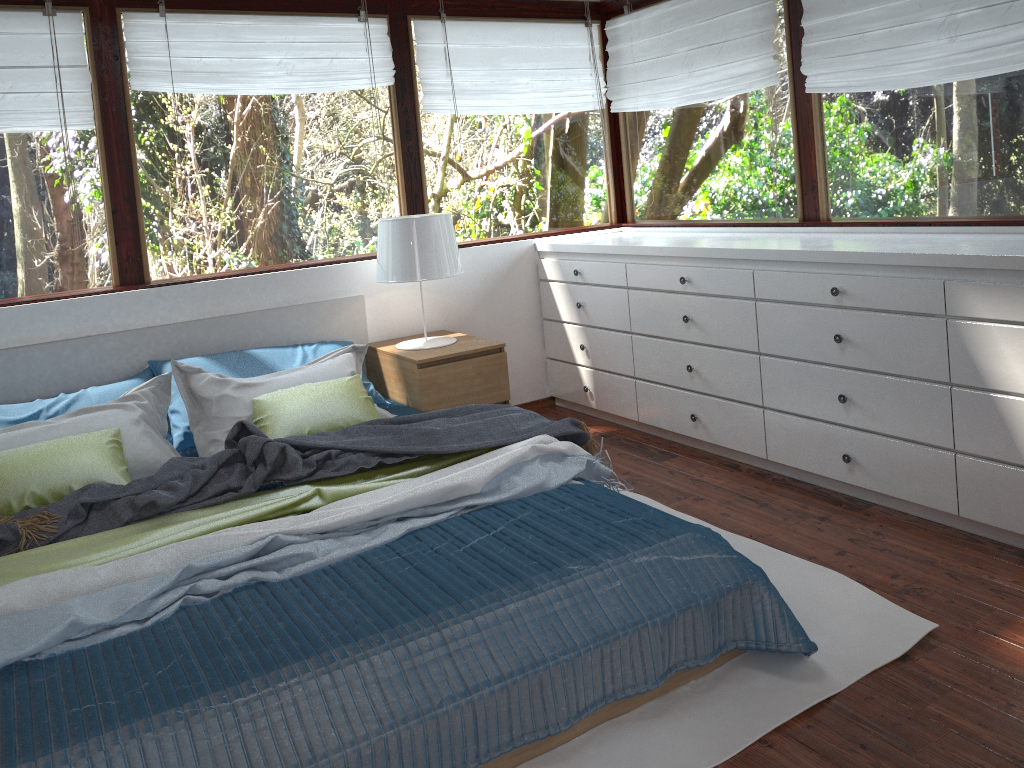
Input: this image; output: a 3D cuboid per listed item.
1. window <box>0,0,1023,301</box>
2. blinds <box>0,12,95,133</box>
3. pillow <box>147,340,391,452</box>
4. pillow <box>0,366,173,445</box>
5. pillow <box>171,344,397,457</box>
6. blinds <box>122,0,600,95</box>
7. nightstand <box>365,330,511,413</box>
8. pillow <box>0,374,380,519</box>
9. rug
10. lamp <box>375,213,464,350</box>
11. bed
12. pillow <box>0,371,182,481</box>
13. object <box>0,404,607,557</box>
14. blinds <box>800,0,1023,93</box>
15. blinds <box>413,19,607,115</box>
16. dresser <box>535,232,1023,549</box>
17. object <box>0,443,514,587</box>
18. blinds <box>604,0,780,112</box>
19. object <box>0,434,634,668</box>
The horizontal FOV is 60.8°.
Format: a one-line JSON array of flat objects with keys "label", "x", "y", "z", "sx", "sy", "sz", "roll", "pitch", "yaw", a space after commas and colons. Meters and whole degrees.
[{"label": "window", "x": 0.482, "y": -0.738, "z": 0.237, "sx": 5.335, "sy": 1.901, "sz": 8.387, "roll": -12, "pitch": 14, "yaw": -29}, {"label": "blinds", "x": -2.284, "y": -1.193, "z": 3.330, "sx": 1.251, "sy": 0.489, "sz": 0.054, "roll": -12, "pitch": 6, "yaw": -30}, {"label": "pillow", "x": -1.023, "y": -0.002, "z": 3.703, "sx": 0.934, "sy": 0.313, "sz": 0.369, "roll": -13, "pitch": 11, "yaw": -33}, {"label": "pillow", "x": -1.759, "y": 0.159, "z": 3.260, "sx": 0.925, "sy": 0.324, "sz": 0.349, "roll": -13, "pitch": 11, "yaw": -32}, {"label": "pillow", "x": -0.860, "y": 0.037, "z": 3.426, "sx": 0.866, "sy": 0.385, "sz": 0.362, "roll": -13, "pitch": 11, "yaw": -36}, {"label": "blinds", "x": -0.561, "y": -1.794, "z": 4.369, "sx": 2.595, "sy": 0.647, "sz": 0.054, "roll": -12, "pitch": 6, "yaw": -30}, {"label": "nightstand", "x": -0.341, "y": 0.083, "z": 3.994, "sx": 0.433, "sy": 0.533, "sz": 0.614, "roll": -9, "pitch": 9, "yaw": -30}, {"label": "pillow", "x": -1.121, "y": 0.201, "z": 3.054, "sx": 1.397, "sy": 0.216, "sz": 0.314, "roll": -13, "pitch": 12, "yaw": -31}, {"label": "rug", "x": -0.494, "y": 0.731, "z": 2.260, "sx": 2.748, "sy": 0.048, "sz": 1.819, "roll": -13, "pitch": 15, "yaw": -30}, {"label": "lamp", "x": -0.417, "y": -0.473, "z": 3.973, "sx": 0.412, "sy": 0.581, "sz": 0.407, "roll": -10, "pitch": 8, "yaw": -39}, {"label": "bed", "x": -0.786, "y": 0.316, "z": 2.652, "sx": 2.165, "sy": 0.756, "sz": 2.603, "roll": -12, "pitch": 14, "yaw": -29}, {"label": "pillow", "x": -1.557, "y": 0.231, "z": 3.020, "sx": 0.886, "sy": 0.353, "sz": 0.475, "roll": -13, "pitch": 12, "yaw": -35}, {"label": "object", "x": -0.786, "y": 0.334, "z": 2.679, "sx": 2.143, "sy": 0.401, "sz": 0.637, "roll": -10, "pitch": 11, "yaw": -22}, {"label": "blinds", "x": 1.575, "y": -1.447, "z": 3.276, "sx": 0.054, "sy": 0.633, "sz": 1.239, "roll": -7, "pitch": 10, "yaw": -30}, {"label": "blinds", "x": 0.031, "y": -1.714, "z": 4.725, "sx": 1.193, "sy": 0.500, "sz": 0.053, "roll": -12, "pitch": 6, "yaw": -30}, {"label": "dresser", "x": 1.198, "y": -0.138, "z": 3.509, "sx": 0.623, "sy": 0.864, "sz": 3.148, "roll": -9, "pitch": 12, "yaw": -30}, {"label": "object", "x": -0.706, "y": 0.529, "z": 2.473, "sx": 2.137, "sy": 0.440, "sz": 0.494, "roll": -14, "pitch": 12, "yaw": -34}, {"label": "blinds", "x": 0.863, "y": -1.699, "z": 4.449, "sx": 0.054, "sy": 0.546, "sz": 1.255, "roll": -7, "pitch": 11, "yaw": -30}, {"label": "object", "x": -0.552, "y": 0.536, "z": 2.143, "sx": 2.188, "sy": 0.370, "sz": 0.540, "roll": -14, "pitch": 13, "yaw": -35}]
